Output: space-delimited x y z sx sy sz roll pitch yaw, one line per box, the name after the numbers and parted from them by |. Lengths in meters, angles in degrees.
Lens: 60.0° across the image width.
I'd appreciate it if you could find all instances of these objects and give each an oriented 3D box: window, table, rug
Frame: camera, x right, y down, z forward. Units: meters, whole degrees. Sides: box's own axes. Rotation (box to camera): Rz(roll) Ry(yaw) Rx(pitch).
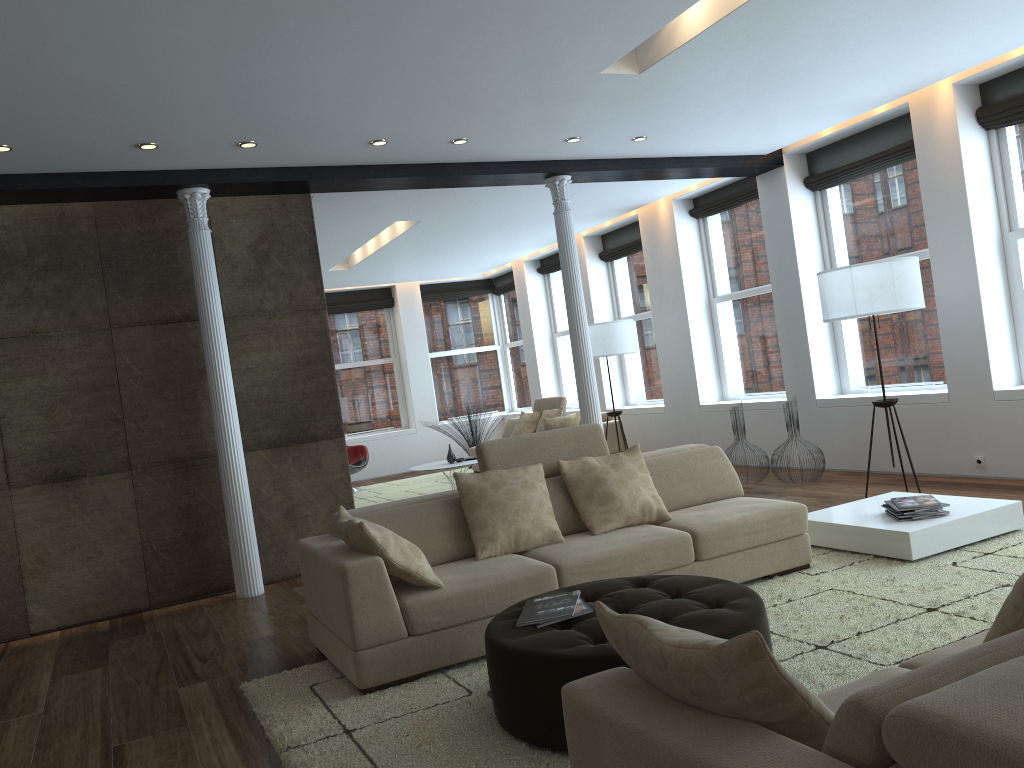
4.081 -1.142 6.160 0.123 2.400 1.442 -8 0 -25 | window
-0.629 1.085 10.039 1.022 0.393 1.022 -8 0 19 | table
2.303 0.825 5.234 0.900 0.170 0.900 -8 0 -25 | table
1.241 1.081 3.736 4.231 0.020 2.972 -8 0 -25 | rug
-2.479 -0.289 14.233 1.420 2.400 0.123 -8 0 -25 | window
3.314 -1.048 7.826 0.123 2.400 1.432 -8 0 -25 | window
2.557 -0.955 9.470 0.123 2.400 1.391 -8 0 -25 | window
-0.818 -0.527 15.004 1.474 2.400 0.123 -8 0 -25 | window
3.231 -0.540 22.802 34.761 17.917 13.698 -8 0 -25 | window
-0.727 1.299 11.035 2.972 0.020 4.231 -8 0 -25 | rug
1.693 -0.849 11.346 0.123 2.400 1.345 -8 0 -25 | window
0.944 -0.757 12.974 0.123 2.400 1.444 -8 0 -25 | window

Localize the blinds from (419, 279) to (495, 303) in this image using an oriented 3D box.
-0.941 -1.574 14.911 1.442 0.312 0.155 -8 0 -25 | blinds

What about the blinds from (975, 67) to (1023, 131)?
3.887 -2.132 6.125 0.156 0.424 1.439 -8 0 -25 | blinds

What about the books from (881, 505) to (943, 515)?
2.272 0.701 5.046 0.220 0.010 0.300 -8 0 0 | books

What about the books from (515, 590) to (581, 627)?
0.143 0.861 3.409 0.220 0.040 0.301 -8 0 10 | books

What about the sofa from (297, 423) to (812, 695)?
0.241 0.743 4.744 2.581 0.950 1.021 -8 0 -25 | sofa

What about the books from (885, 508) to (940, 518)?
2.274 0.720 5.047 0.220 0.010 0.300 -8 0 10 | books

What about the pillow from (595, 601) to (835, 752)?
0.453 0.627 1.847 0.395 0.393 0.518 -8 0 -28 | pillow

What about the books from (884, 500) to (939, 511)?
2.269 0.682 5.046 0.220 0.010 0.300 -8 0 10 | books

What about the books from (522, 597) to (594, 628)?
0.170 0.865 3.405 0.219 0.031 0.300 -8 0 -10 | books

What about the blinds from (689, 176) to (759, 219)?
2.353 -2.011 9.436 0.156 0.275 1.396 -8 0 -25 | blinds

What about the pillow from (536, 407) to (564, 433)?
0.453 0.532 11.320 0.301 0.439 0.534 -8 0 -28 | pillow

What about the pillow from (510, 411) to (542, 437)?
0.182 0.576 11.881 0.368 0.416 0.519 -8 1 -29 | pillow

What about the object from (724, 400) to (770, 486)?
2.111 0.541 8.180 0.458 0.781 0.458 -8 0 -26 | object

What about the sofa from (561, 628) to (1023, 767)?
1.472 0.592 2.071 2.581 0.950 1.021 -8 0 -25 | sofa

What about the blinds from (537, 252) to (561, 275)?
0.740 -1.813 12.937 0.156 0.275 1.442 -8 0 -25 | blinds

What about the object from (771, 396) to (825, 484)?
2.501 0.489 7.849 0.458 0.781 0.458 -8 0 -26 | object

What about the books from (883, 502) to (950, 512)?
2.295 0.688 5.042 0.220 0.010 0.300 -8 0 -10 | books

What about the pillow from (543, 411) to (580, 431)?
0.560 0.545 10.530 0.518 0.393 0.395 -8 0 -28 | pillow

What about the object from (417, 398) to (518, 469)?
-0.601 0.745 13.100 1.119 1.014 1.125 -8 1 -38 | object

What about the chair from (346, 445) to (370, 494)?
-2.306 1.091 12.128 0.669 0.818 0.810 -8 1 45 | chair

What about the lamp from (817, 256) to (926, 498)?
2.710 -0.011 6.487 0.698 1.728 0.698 -8 0 -1 | lamp

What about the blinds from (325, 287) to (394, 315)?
-2.583 -1.314 14.140 1.422 0.363 0.156 -8 0 -25 | blinds

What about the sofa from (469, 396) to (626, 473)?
0.354 0.675 11.546 1.018 0.950 2.581 -8 0 -25 | sofa

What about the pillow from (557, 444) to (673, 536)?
0.557 0.578 4.900 0.519 0.416 0.368 -8 0 -20 | pillow

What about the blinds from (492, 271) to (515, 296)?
-0.015 -1.694 14.585 0.156 0.327 1.377 -8 0 -25 | blinds

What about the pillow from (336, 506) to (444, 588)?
-0.591 0.755 4.113 0.395 0.393 0.518 -8 0 -21 | pillow

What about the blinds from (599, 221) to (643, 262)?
1.497 -1.846 11.312 0.156 0.393 1.342 -8 0 -25 | blinds

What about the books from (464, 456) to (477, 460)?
-0.401 0.840 10.165 0.300 0.010 0.220 -8 0 -10 | books

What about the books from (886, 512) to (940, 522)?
2.277 0.739 5.047 0.220 0.010 0.300 -8 0 10 | books

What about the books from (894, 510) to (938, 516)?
2.298 0.708 5.042 0.220 0.010 0.300 -8 0 25 | books

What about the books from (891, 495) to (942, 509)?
2.292 0.669 5.042 0.220 0.010 0.300 -8 0 15 | books

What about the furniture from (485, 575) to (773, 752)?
0.433 1.008 3.343 1.057 0.355 1.057 -8 0 -23 | furniture

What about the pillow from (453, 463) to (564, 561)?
-0.010 0.648 4.648 0.534 0.439 0.301 -8 0 -21 | pillow

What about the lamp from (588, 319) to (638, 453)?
1.127 0.183 9.924 0.698 1.728 0.698 -8 0 -1 | lamp

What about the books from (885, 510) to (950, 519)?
2.300 0.727 5.042 0.220 0.010 0.300 -8 0 -5 | books

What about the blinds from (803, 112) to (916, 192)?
3.104 -2.042 7.786 0.183 0.395 1.431 -8 0 -25 | blinds

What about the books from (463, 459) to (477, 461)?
-0.404 0.850 10.140 0.300 0.010 0.220 -8 0 10 | books

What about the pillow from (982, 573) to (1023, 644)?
1.232 0.496 1.950 0.534 0.439 0.301 -8 0 -28 | pillow
